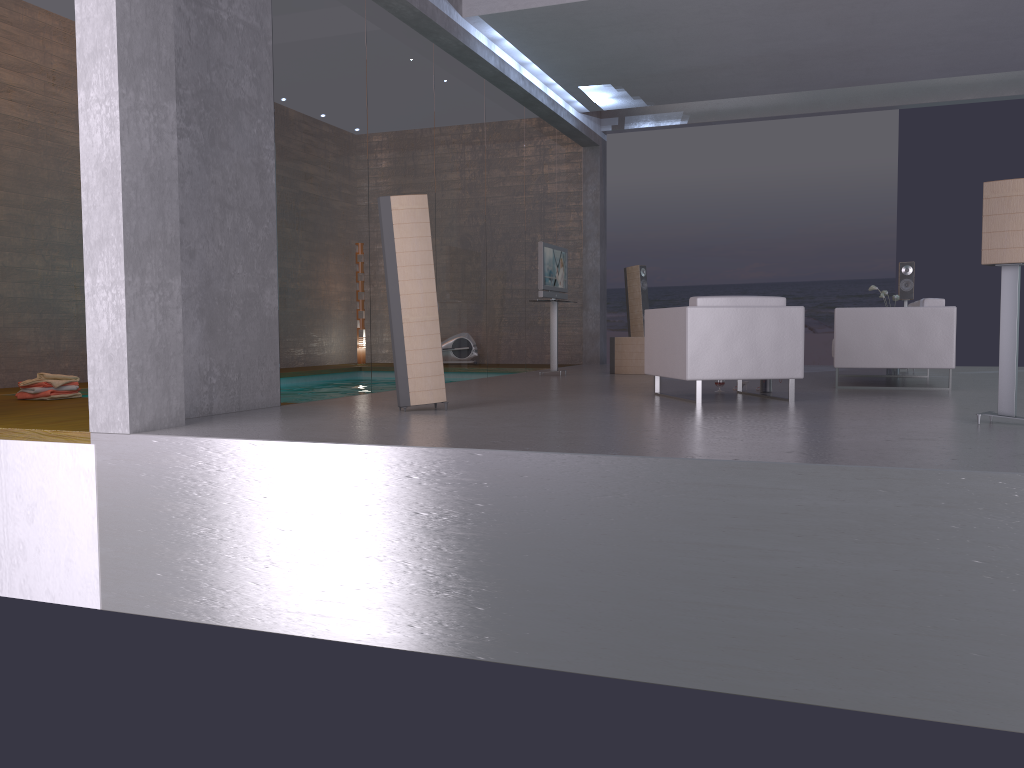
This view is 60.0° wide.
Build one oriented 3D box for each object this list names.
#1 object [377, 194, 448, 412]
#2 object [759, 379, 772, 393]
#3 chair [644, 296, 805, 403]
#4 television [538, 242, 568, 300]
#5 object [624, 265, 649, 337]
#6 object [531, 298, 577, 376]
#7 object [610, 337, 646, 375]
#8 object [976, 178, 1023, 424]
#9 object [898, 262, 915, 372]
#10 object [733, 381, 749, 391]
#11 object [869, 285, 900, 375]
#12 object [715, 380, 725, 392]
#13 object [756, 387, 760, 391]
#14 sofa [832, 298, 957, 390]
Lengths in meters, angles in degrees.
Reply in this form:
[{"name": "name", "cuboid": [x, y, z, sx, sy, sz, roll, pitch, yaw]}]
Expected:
[{"name": "object", "cuboid": [-0.690, -0.552, 6.086, 0.444, 1.473, 0.244, -2, 4, -25]}, {"name": "object", "cuboid": [2.196, -0.144, 7.660, 0.109, 0.435, 0.109, -4, 5, -43]}, {"name": "chair", "cuboid": [1.663, -0.291, 7.118, 0.936, 0.808, 1.026, -1, 3, -10]}, {"name": "television", "cuboid": [0.509, -1.366, 10.817, 0.054, 0.644, 1.000, 1, 4, 20]}, {"name": "object", "cuboid": [1.809, -0.970, 12.817, 0.244, 1.469, 0.444, -4, 5, -44]}, {"name": "object", "cuboid": [0.514, -0.588, 10.867, 0.360, 0.958, 0.818, 1, 4, 20]}, {"name": "object", "cuboid": [1.555, -0.362, 11.158, 0.604, 0.459, 0.514, 1, 4, 20]}, {"name": "object", "cuboid": [2.811, -0.452, 4.963, 0.243, 1.363, 0.333, -3, 4, -39]}, {"name": "object", "cuboid": [4.936, -0.834, 11.109, 0.243, 1.363, 0.333, 1, 4, 26]}, {"name": "object", "cuboid": [2.049, 0.014, 7.962, 0.079, 0.087, 0.235, -1, 4, -13]}, {"name": "object", "cuboid": [4.433, -0.630, 10.361, 0.400, 1.051, 0.387, -2, 4, -32]}, {"name": "object", "cuboid": [1.837, -0.049, 7.840, 0.091, 0.233, 0.091, -3, 5, -42]}, {"name": "object", "cuboid": [2.230, 0.017, 7.886, 0.079, 0.087, 0.235, 0, 3, -2]}, {"name": "sofa", "cuboid": [3.814, -0.430, 9.036, 1.026, 0.824, 2.353, 1, 4, 20]}]
